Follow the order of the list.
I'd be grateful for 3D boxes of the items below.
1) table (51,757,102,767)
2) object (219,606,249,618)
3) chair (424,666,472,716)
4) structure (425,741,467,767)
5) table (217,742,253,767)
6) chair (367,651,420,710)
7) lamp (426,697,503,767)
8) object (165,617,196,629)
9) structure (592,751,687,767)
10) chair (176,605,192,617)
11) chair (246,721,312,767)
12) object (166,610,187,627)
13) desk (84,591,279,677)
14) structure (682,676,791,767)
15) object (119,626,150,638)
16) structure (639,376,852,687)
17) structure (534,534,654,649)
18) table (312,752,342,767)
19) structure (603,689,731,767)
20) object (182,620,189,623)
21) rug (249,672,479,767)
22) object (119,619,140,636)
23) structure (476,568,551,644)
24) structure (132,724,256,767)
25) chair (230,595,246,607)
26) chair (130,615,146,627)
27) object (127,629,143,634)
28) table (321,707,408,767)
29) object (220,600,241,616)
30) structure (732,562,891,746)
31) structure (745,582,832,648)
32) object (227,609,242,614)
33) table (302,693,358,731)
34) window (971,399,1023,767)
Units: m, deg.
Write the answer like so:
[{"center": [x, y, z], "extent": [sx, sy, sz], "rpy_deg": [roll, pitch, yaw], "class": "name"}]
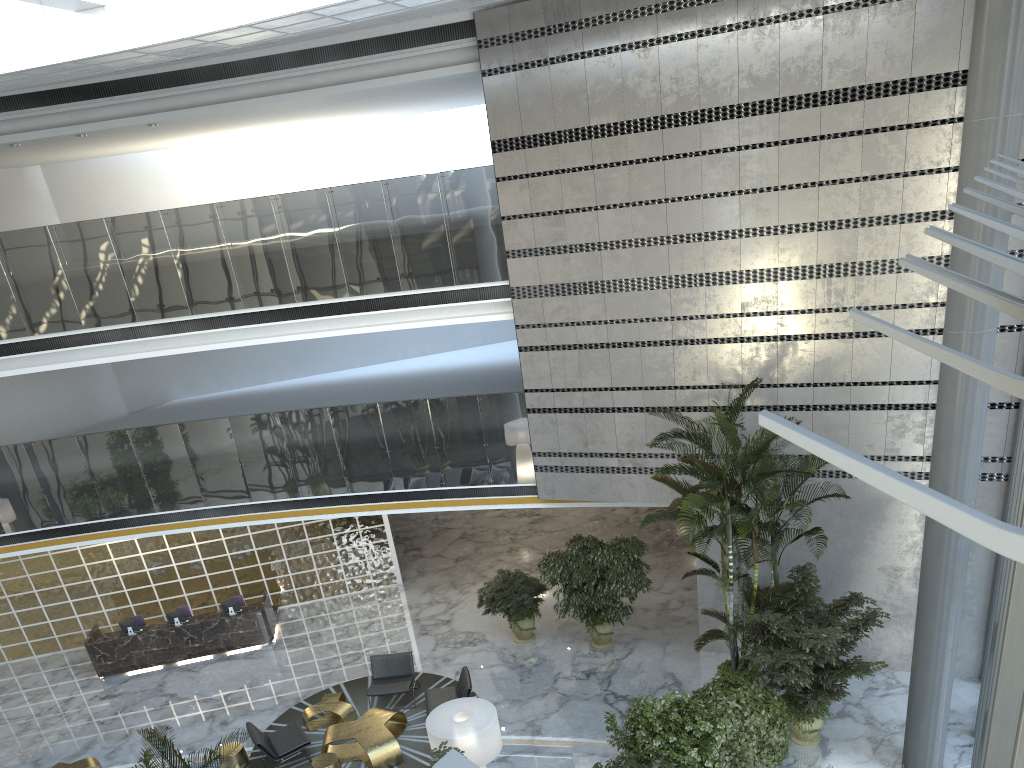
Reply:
[{"center": [-6.425, 5.759, 12.530], "extent": [0.777, 0.324, 0.854], "rpy_deg": [-18, 18, -31], "class": "table"}, {"center": [-5.096, 4.208, 15.708], "extent": [0.510, 0.005, 0.375], "rpy_deg": [-10, 14, -8], "class": "object"}, {"center": [-0.925, 4.705, 12.776], "extent": [0.727, 0.748, 0.651], "rpy_deg": [-10, 21, -6], "class": "chair"}, {"center": [-0.714, 4.838, 8.512], "extent": [2.312, 2.600, 2.023], "rpy_deg": [-2, 22, 15], "class": "structure"}, {"center": [-3.933, 5.389, 12.179], "extent": [0.433, 0.554, 0.405], "rpy_deg": [1, 23, 23], "class": "table"}, {"center": [-1.881, 4.669, 13.428], "extent": [0.722, 0.748, 0.655], "rpy_deg": [-7, 20, 3], "class": "chair"}, {"center": [-0.477, 4.710, 10.376], "extent": [0.788, 1.860, 0.799], "rpy_deg": [15, 32, 42], "class": "lamp"}, {"center": [-6.034, 4.368, 15.579], "extent": [0.510, 0.005, 0.375], "rpy_deg": [-10, 14, -8], "class": "object"}, {"center": [1.215, 4.743, 8.840], "extent": [1.975, 2.111, 1.501], "rpy_deg": [-18, 24, -26], "class": "structure"}, {"center": [-6.067, 4.464, 15.936], "extent": [0.257, 0.652, 0.308], "rpy_deg": [-11, 23, -8], "class": "chair"}, {"center": [-3.318, 5.151, 12.298], "extent": [0.715, 0.748, 0.662], "rpy_deg": [-17, 22, -25], "class": "chair"}, {"center": [-6.051, 4.234, 15.448], "extent": [0.291, 0.328, 0.102], "rpy_deg": [-11, 24, -7], "class": "object"}, {"center": [-6.112, 4.556, 16.135], "extent": [3.150, 0.793, 1.437], "rpy_deg": [-10, 17, -8], "class": "desk"}, {"center": [2.592, 4.322, 10.397], "extent": [1.585, 1.797, 1.291], "rpy_deg": [-9, 21, -3], "class": "structure"}, {"center": [-6.825, 4.504, 15.470], "extent": [0.510, 0.005, 0.375], "rpy_deg": [-10, 14, -8], "class": "object"}, {"center": [2.905, 2.326, 11.262], "extent": [2.342, 5.184, 2.361], "rpy_deg": [8, 28, 32], "class": "structure"}, {"center": [1.383, 3.385, 13.891], "extent": [1.596, 2.201, 1.860], "rpy_deg": [-20, 24, -28], "class": "structure"}, {"center": [-2.482, 5.306, 11.635], "extent": [0.437, 0.554, 0.401], "rpy_deg": [-2, 22, 15], "class": "table"}, {"center": [1.769, 4.361, 9.893], "extent": [1.208, 2.191, 1.272], "rpy_deg": [-23, 27, -32], "class": "structure"}, {"center": [-6.040, 4.346, 15.633], "extent": [0.264, 0.012, 0.065], "rpy_deg": [-10, 15, -8], "class": "object"}, {"center": [-2.136, 5.254, 12.815], "extent": [3.535, 0.021, 3.201], "rpy_deg": [-8, 14, -3], "class": "rug"}, {"center": [-6.843, 4.369, 15.339], "extent": [0.291, 0.328, 0.102], "rpy_deg": [-11, 24, -7], "class": "object"}, {"center": [0.060, 3.755, 14.593], "extent": [1.108, 1.481, 1.139], "rpy_deg": [10, 27, 38], "class": "structure"}, {"center": [-2.833, 4.623, 7.976], "extent": [1.212, 3.848, 1.271], "rpy_deg": [-2, 25, 13], "class": "structure"}, {"center": [-5.108, 4.300, 16.068], "extent": [0.257, 0.652, 0.308], "rpy_deg": [-11, 23, -8], "class": "chair"}, {"center": [-6.875, 4.602, 15.825], "extent": [0.257, 0.652, 0.308], "rpy_deg": [-11, 23, -8], "class": "chair"}, {"center": [-6.831, 4.482, 15.524], "extent": [0.264, 0.012, 0.065], "rpy_deg": [-10, 15, -8], "class": "object"}, {"center": [-2.035, 5.127, 12.309], "extent": [1.335, 0.446, 1.098], "rpy_deg": [-17, 18, -30], "class": "table"}, {"center": [-5.114, 4.074, 15.577], "extent": [0.291, 0.328, 0.102], "rpy_deg": [-11, 24, -7], "class": "object"}, {"center": [3.780, 3.614, 10.999], "extent": [1.843, 2.558, 1.685], "rpy_deg": [-3, 22, 13], "class": "structure"}, {"center": [4.002, 3.640, 12.477], "extent": [1.121, 1.722, 1.265], "rpy_deg": [-15, 23, -18], "class": "structure"}, {"center": [-5.102, 4.186, 15.762], "extent": [0.264, 0.012, 0.065], "rpy_deg": [-10, 15, -8], "class": "object"}, {"center": [-2.806, 5.056, 13.292], "extent": [0.859, 0.304, 0.676], "rpy_deg": [-7, 16, 4], "class": "table"}, {"center": [-2.849, 0.560, 9.172], "extent": [17.627, 11.234, 12.926], "rpy_deg": [7, 24, 40], "class": "window"}]
